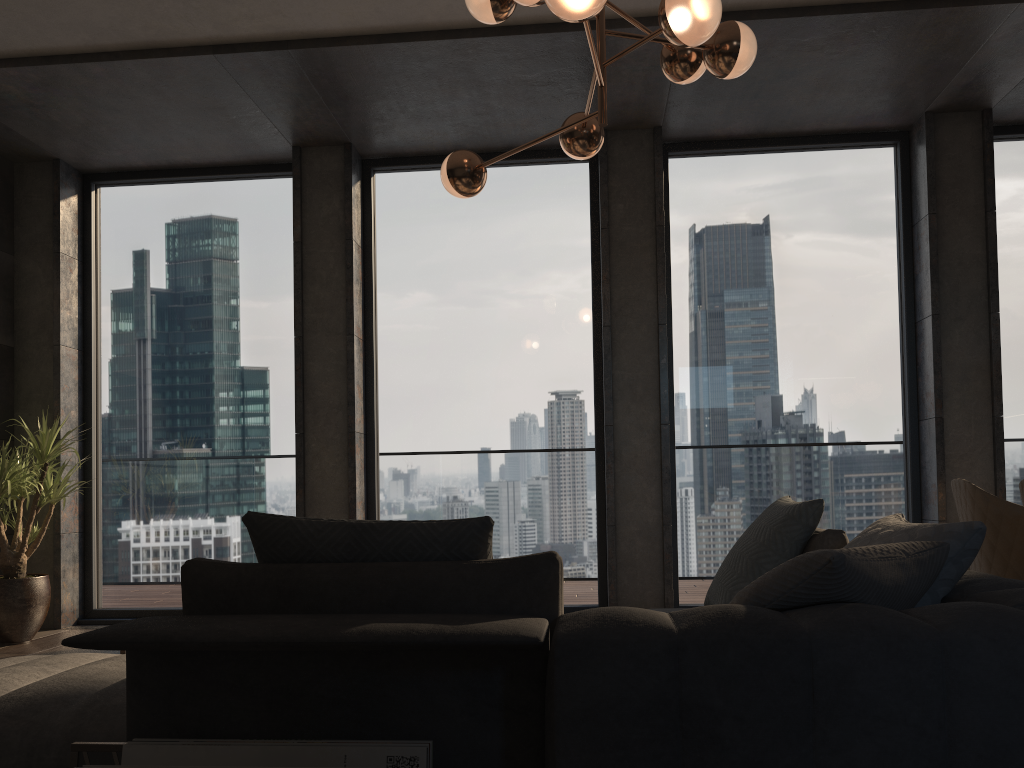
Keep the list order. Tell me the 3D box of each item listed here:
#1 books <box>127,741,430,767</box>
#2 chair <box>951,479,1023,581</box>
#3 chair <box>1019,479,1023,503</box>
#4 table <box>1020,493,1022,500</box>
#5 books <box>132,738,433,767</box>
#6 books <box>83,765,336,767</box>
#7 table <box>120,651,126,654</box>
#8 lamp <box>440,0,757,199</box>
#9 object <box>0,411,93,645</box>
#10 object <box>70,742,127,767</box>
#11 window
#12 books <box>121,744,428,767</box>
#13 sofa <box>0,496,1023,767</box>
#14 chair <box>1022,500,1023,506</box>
[{"bbox_3d":[-0.431,0.830,1.589,0.567,0.353,0.068,-2,-2,5],"label":"books"},{"bbox_3d":[2.030,0.783,3.462,0.510,0.833,0.557,-2,-3,14],"label":"chair"},{"bbox_3d":[1.980,0.709,2.852,0.510,0.833,0.558,-1,-3,-1],"label":"chair"},{"bbox_3d":[2.573,0.766,3.131,0.769,0.765,1.476,-1,-6,5],"label":"table"},{"bbox_3d":[-0.427,0.832,1.604,0.567,0.354,0.062,-2,-2,5],"label":"books"},{"bbox_3d":[-0.442,0.818,1.490,0.567,0.354,0.065,-2,-2,5],"label":"books"},{"bbox_3d":[-0.902,1.106,3.591,0.930,0.308,0.936,-2,-7,5],"label":"table"},{"bbox_3d":[0.354,-1.346,3.133,1.014,1.033,1.473,0,-5,-19],"label":"lamp"},{"bbox_3d":[-2.946,0.806,5.057,1.026,1.355,0.954,-4,-4,36],"label":"object"},{"bbox_3d":[-0.510,0.837,1.546,0.667,0.350,0.217,-2,-3,5],"label":"object"},{"bbox_3d":[0.768,-0.017,5.578,7.264,2.991,0.200,-2,-2,5],"label":"window"},{"bbox_3d":[-0.434,0.829,1.571,0.567,0.352,0.079,-2,-2,5],"label":"books"},{"bbox_3d":[-0.158,0.726,2.463,2.910,0.780,2.037,-2,-6,5],"label":"sofa"},{"bbox_3d":[2.656,0.843,4.046,0.555,0.833,0.512,-2,-3,9],"label":"chair"}]
